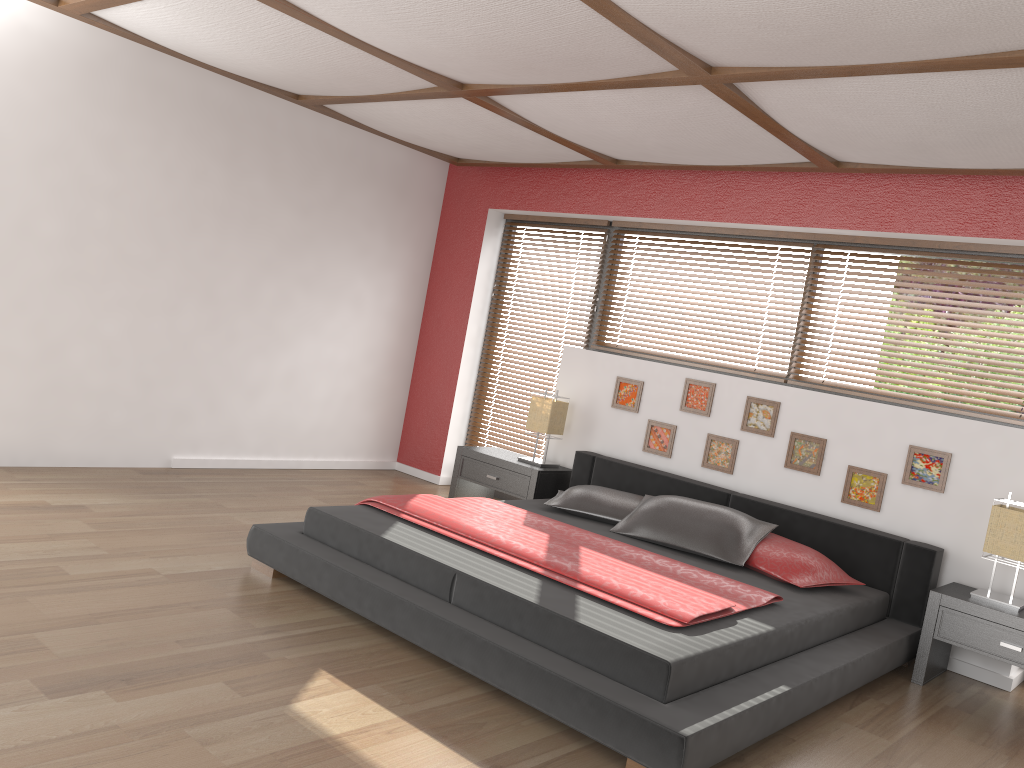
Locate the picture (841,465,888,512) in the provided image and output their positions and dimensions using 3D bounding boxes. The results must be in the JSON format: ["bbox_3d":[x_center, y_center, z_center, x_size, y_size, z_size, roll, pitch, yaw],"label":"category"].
[{"bbox_3d":[1.820,0.539,4.585,0.200,0.200,0.010,13,4,40],"label":"picture"}]

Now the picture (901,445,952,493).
[{"bbox_3d":[2.056,0.420,4.399,0.200,0.200,0.010,13,4,40],"label":"picture"}]

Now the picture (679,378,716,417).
[{"bbox_3d":[1.097,0.078,5.241,0.200,0.200,0.010,13,4,40],"label":"picture"}]

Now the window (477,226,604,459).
[{"bbox_3d":[0.180,-0.220,6.508,0.889,1.893,0.020,13,4,40],"label":"window"}]

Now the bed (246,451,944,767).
[{"bbox_3d":[0.360,0.766,4.158,2.469,0.577,2.413,13,4,40],"label":"bed"}]

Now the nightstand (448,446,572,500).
[{"bbox_3d":[-0.013,0.690,5.792,0.700,0.423,0.413,13,4,40],"label":"nightstand"}]

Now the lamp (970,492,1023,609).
[{"bbox_3d":[2.225,0.727,3.956,0.200,0.480,0.200,13,4,40],"label":"lamp"}]

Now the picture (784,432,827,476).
[{"bbox_3d":[1.587,0.376,4.798,0.200,0.200,0.010,13,4,40],"label":"picture"}]

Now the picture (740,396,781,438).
[{"bbox_3d":[1.395,0.183,4.980,0.200,0.200,0.010,13,4,40],"label":"picture"}]

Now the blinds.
[{"bbox_3d":[1.582,0.142,5.201,4.840,1.952,0.032,13,4,40],"label":"blinds"}]

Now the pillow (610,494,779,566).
[{"bbox_3d":[0.903,0.706,4.466,0.744,0.241,0.386,13,4,36],"label":"pillow"}]

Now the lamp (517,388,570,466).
[{"bbox_3d":[0.215,0.267,5.696,0.200,0.480,0.200,13,4,40],"label":"lamp"}]

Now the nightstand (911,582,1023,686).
[{"bbox_3d":[2.204,1.198,3.872,0.700,0.423,0.413,13,4,40],"label":"nightstand"}]

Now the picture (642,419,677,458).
[{"bbox_3d":[0.895,0.332,5.385,0.200,0.200,0.010,13,4,40],"label":"picture"}]

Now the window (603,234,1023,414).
[{"bbox_3d":[1.733,-0.420,5.221,2.817,0.786,0.020,13,4,40],"label":"window"}]

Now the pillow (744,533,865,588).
[{"bbox_3d":[1.281,0.836,4.318,0.418,0.172,0.745,9,3,-31],"label":"pillow"}]

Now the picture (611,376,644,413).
[{"bbox_3d":[0.723,0.066,5.557,0.200,0.200,0.010,13,4,40],"label":"picture"}]

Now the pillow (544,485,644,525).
[{"bbox_3d":[0.567,0.677,4.865,0.745,0.172,0.418,11,3,15],"label":"pillow"}]

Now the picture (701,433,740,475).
[{"bbox_3d":[1.201,0.403,5.120,0.200,0.200,0.010,13,4,40],"label":"picture"}]
